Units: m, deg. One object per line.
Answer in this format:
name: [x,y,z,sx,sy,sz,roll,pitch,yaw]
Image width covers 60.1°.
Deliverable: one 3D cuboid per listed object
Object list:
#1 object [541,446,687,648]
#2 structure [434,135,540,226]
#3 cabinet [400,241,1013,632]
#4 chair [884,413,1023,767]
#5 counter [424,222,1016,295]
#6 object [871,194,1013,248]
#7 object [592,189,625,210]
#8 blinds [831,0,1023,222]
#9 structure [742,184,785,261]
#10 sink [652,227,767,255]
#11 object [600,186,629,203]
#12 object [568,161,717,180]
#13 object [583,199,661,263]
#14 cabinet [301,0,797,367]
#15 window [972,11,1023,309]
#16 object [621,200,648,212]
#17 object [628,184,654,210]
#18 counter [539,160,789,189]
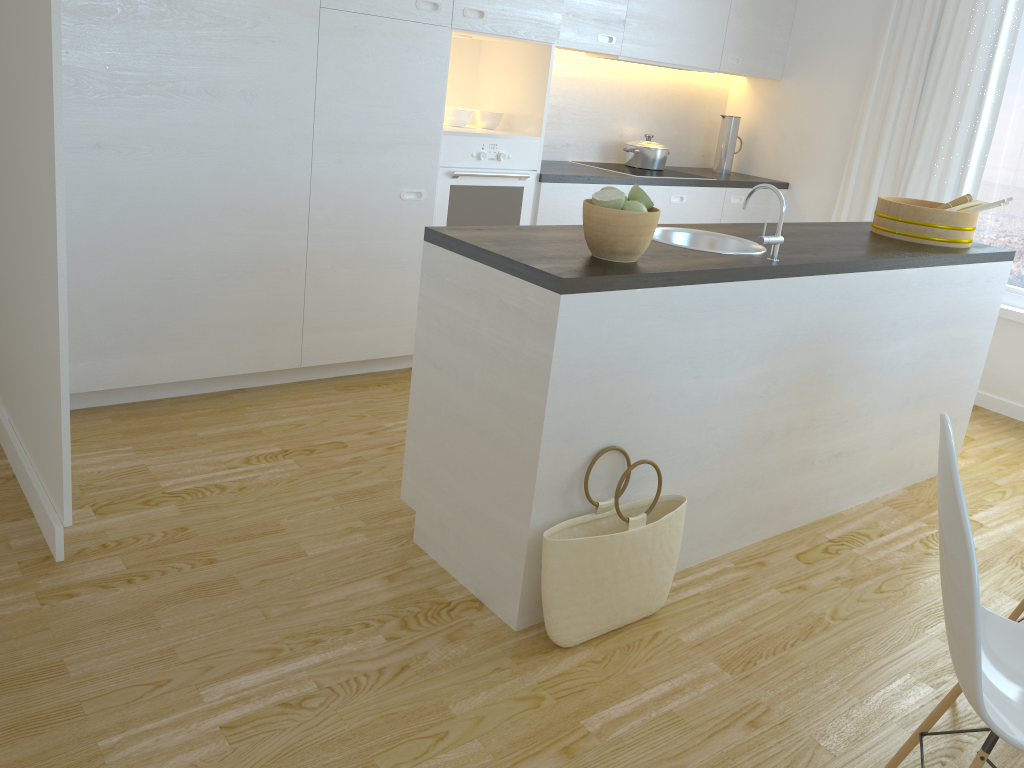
object: [0.685,0.540,2.110,1.198,0.493,0.476,17,20,27]
structure: [-0.115,-0.841,4.125,0.563,0.586,0.050,-7,21,-38]
cabinet: [0.823,-0.022,3.143,2.409,0.895,0.609,-8,23,-38]
chair: [0.929,0.550,1.550,0.525,0.886,0.435,13,18,19]
counter: [0.877,-0.468,3.014,2.409,0.039,0.609,-9,24,-38]
object: [1.683,-0.688,3.549,0.429,0.210,0.385,3,19,-11]
object: [0.247,-0.468,2.291,0.084,0.064,0.087,-2,20,-26]
blinds: [2.203,-1.671,4.657,0.150,2.124,0.805,-6,21,-38]
structure: [0.729,-0.489,2.640,0.097,0.211,0.164,-6,22,-37]
sink: [0.603,-0.392,2.861,0.404,0.154,0.411,8,19,2]
object: [0.270,-0.481,2.379,0.102,0.097,0.088,1,18,-18]
object: [0.751,-1.227,5.100,0.656,0.013,0.570,-8,24,-37]
object: [0.282,-0.405,2.355,0.205,0.139,0.208,11,18,11]
cabinet: [0.351,-1.418,4.600,3.212,2.262,0.487,-8,22,-38]
window: [3.154,-1.076,3.825,0.088,1.886,2.765,-6,22,-38]
object: [0.318,-0.440,2.323,0.081,0.084,0.099,12,18,14]
object: [0.347,-0.499,2.369,0.074,0.070,0.079,2,18,-14]
counter: [0.748,-1.209,5.100,2.008,0.039,0.609,-9,24,-38]
